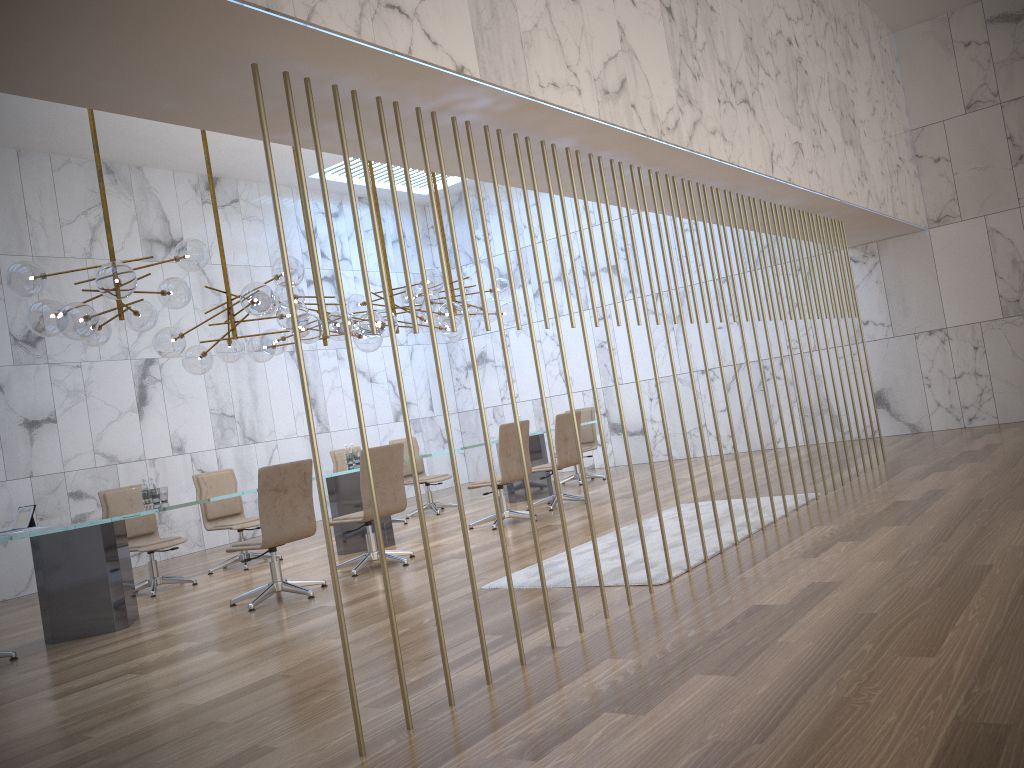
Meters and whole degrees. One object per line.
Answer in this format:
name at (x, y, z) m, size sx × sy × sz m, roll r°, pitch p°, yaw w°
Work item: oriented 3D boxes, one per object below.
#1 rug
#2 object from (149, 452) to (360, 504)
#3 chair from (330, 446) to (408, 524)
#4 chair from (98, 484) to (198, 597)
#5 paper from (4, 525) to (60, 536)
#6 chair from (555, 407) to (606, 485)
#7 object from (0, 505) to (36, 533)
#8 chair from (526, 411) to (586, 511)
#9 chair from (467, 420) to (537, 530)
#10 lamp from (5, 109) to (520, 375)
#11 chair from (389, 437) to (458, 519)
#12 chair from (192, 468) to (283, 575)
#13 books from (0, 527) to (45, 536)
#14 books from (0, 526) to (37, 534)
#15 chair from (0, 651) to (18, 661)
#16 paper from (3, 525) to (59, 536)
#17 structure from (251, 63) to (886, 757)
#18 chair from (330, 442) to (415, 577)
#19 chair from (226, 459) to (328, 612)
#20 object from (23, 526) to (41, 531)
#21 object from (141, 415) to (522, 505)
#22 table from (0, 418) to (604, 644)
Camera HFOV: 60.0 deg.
rug at (1.195, 1.108, 6.560) m, size 1.320 × 0.034 × 3.025 m, roll -11°, pitch -2°, yaw 36°
object at (-1.389, 0.723, 9.108) m, size 0.183 × 0.117 × 5.112 m, roll -11°, pitch -2°, yaw 36°
chair at (-1.712, 1.226, 10.489) m, size 0.697 × 1.000 × 0.726 m, roll -11°, pitch -2°, yaw 36°
chair at (-3.382, 1.426, 8.207) m, size 0.697 × 1.000 × 0.726 m, roll -11°, pitch -2°, yaw 36°
paper at (-3.169, 0.967, 5.858) m, size 0.210 × 0.001 × 0.290 m, roll -10°, pitch -2°, yaw 29°
chair at (0.856, 0.858, 12.132) m, size 0.726 × 1.000 × 0.697 m, roll -11°, pitch -2°, yaw 37°
object at (-3.538, 0.963, 6.313) m, size 0.255 × 0.159 × 0.205 m, roll -11°, pitch -2°, yaw 36°
chair at (0.474, 0.841, 9.731) m, size 0.697 × 1.000 × 0.726 m, roll -11°, pitch -2°, yaw 36°
chair at (-0.111, 0.911, 8.931) m, size 0.697 × 1.000 × 0.726 m, roll -11°, pitch -2°, yaw 36°
lamp at (-2.050, -1.546, 8.862) m, size 1.557 × 2.716 × 5.672 m, roll -11°, pitch -2°, yaw 36°
chair at (-1.122, 1.156, 11.294) m, size 0.697 × 1.000 × 0.726 m, roll -11°, pitch -2°, yaw 36°
chair at (-2.799, 1.356, 9.003) m, size 0.697 × 1.000 × 0.726 m, roll -11°, pitch -2°, yaw 36°
books at (-3.276, 0.981, 5.914) m, size 0.239 × 0.012 × 0.205 m, roll -10°, pitch -2°, yaw 24°
books at (-3.339, 0.989, 5.980) m, size 0.126 × 0.012 × 0.205 m, roll -11°, pitch -2°, yaw 33°
chair at (-3.773, 1.411, 5.822) m, size 0.726 × 1.000 × 0.697 m, roll -11°, pitch -2°, yaw 37°
paper at (-3.169, 0.966, 5.858) m, size 0.210 × 0.001 × 0.290 m, roll -10°, pitch -2°, yaw 29°
structure at (1.406, -0.177, 6.003) m, size 0.023 × 2.456 × 7.223 m, roll -11°, pitch -2°, yaw 36°
chair at (-1.201, 1.041, 7.442) m, size 0.697 × 1.000 × 0.726 m, roll -11°, pitch -2°, yaw 36°
chair at (-1.790, 1.111, 6.638) m, size 0.697 × 1.000 × 0.726 m, roll -11°, pitch -2°, yaw 36°
object at (-3.188, 0.960, 5.895) m, size 0.011 × 0.011 × 0.158 m, roll -10°, pitch -2°, yaw 11°
object at (-1.428, 0.681, 9.149) m, size 0.124 × 0.213 × 5.189 m, roll -11°, pitch -2°, yaw 36°
table at (-1.521, 1.219, 8.864) m, size 2.092 × 0.835 × 7.924 m, roll -11°, pitch -2°, yaw 36°
